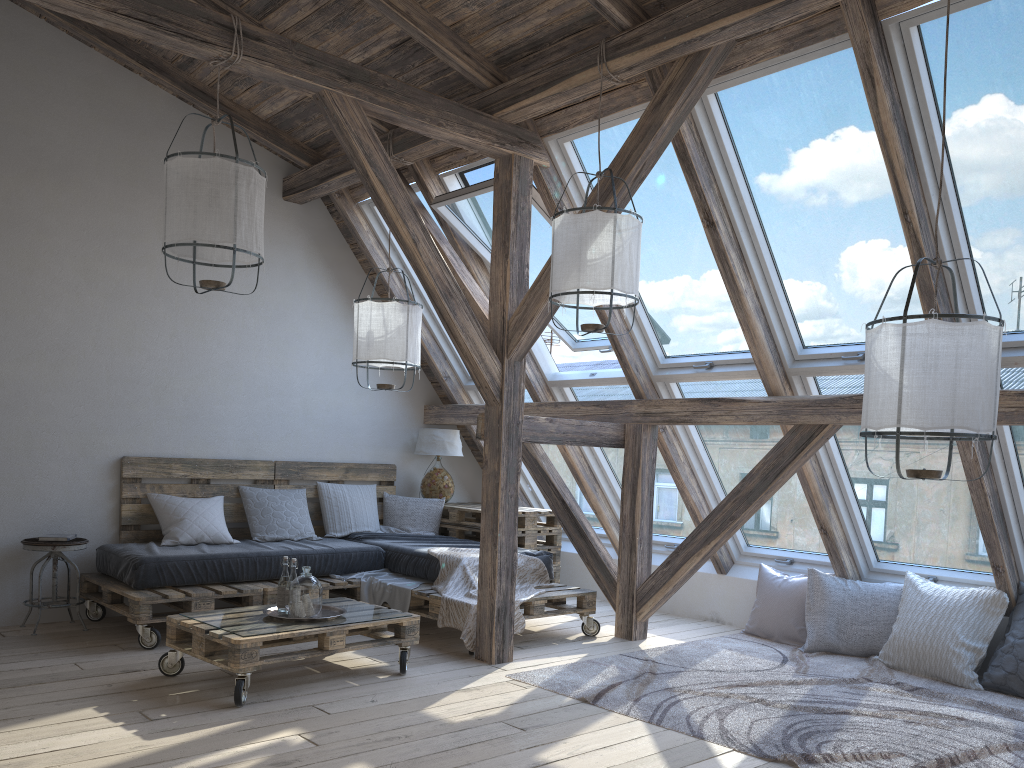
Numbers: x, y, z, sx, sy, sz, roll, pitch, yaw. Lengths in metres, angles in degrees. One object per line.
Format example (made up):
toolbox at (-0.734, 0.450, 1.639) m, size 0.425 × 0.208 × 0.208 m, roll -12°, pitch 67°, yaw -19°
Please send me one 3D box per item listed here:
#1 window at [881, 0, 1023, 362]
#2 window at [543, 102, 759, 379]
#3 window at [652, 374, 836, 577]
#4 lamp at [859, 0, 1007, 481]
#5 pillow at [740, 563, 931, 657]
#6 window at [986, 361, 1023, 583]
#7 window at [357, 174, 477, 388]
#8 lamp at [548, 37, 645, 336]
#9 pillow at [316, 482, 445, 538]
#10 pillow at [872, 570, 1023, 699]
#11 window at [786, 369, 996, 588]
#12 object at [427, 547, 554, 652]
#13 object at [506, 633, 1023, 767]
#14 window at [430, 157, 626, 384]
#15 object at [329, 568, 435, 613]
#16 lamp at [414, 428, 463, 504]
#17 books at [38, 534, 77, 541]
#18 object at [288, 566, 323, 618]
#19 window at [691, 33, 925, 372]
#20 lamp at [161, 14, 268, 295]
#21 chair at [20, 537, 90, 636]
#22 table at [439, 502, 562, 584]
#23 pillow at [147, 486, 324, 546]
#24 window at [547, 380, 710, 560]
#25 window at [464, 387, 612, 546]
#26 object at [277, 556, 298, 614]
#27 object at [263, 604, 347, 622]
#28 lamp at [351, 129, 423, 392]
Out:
window at (2.058, -0.785, 3.399) m, size 1.099 × 1.279 × 0.853 m, roll 3°, pitch 0°, yaw -42°
window at (0.829, -0.722, 4.765) m, size 1.099 × 1.279 × 0.853 m, roll 3°, pitch 0°, yaw -42°
window at (1.522, 0.555, 5.482) m, size 1.099 × 1.279 × 0.853 m, roll 3°, pitch 0°, yaw -42°
lamp at (1.370, -0.636, 2.803) m, size 0.400 × 1.900 × 0.405 m, roll 2°, pitch 2°, yaw -1°
pillow at (1.903, 1.383, 5.336) m, size 1.131 × 0.525 × 0.436 m, roll -1°, pitch -2°, yaw 40°
window at (2.751, 0.492, 4.117) m, size 1.099 × 1.279 × 0.853 m, roll 3°, pitch 0°, yaw -42°
window at (-0.399, -0.659, 6.130) m, size 1.099 × 1.279 × 0.853 m, roll 3°, pitch 0°, yaw -42°
lamp at (0.384, -0.880, 3.900) m, size 0.399 × 1.308 × 0.407 m, roll 3°, pitch 2°, yaw 24°
pillow at (-0.977, 0.930, 6.515) m, size 0.970 × 0.400 × 0.386 m, roll 4°, pitch -2°, yaw -25°
pillow at (2.549, 1.312, 4.580) m, size 0.469 × 0.563 × 1.270 m, roll 3°, pitch -3°, yaw -41°
window at (2.136, 0.523, 4.799) m, size 1.099 × 1.279 × 0.853 m, roll 3°, pitch 0°, yaw -42°
object at (-0.054, 1.255, 5.200) m, size 0.811 × 0.474 × 1.010 m, roll 3°, pitch -3°, yaw -12°
object at (1.830, 1.467, 3.932) m, size 2.195 × 0.056 × 3.182 m, roll 6°, pitch -6°, yaw -41°
window at (0.249, -0.687, 5.478) m, size 1.354 × 1.279 × 0.853 m, roll 4°, pitch -1°, yaw -42°
object at (-0.770, 1.341, 5.592) m, size 0.707 × 0.277 × 0.506 m, roll 0°, pitch -4°, yaw 32°
lamp at (-0.768, 0.997, 6.965) m, size 0.821 × 1.287 × 0.389 m, roll 3°, pitch 2°, yaw 34°
books at (-2.598, 0.877, 5.034) m, size 0.150 × 0.021 × 0.205 m, roll 3°, pitch -5°, yaw -13°
object at (-0.973, 0.982, 4.150) m, size 0.155 × 0.247 × 0.156 m, roll 2°, pitch 0°, yaw 17°
window at (1.444, -0.754, 4.082) m, size 1.099 × 1.279 × 0.853 m, roll 3°, pitch 0°, yaw -42°
lamp at (-1.226, -0.929, 3.635) m, size 0.407 × 1.086 × 0.399 m, roll 2°, pitch 2°, yaw -1°
chair at (-2.628, 1.149, 5.057) m, size 0.354 × 0.521 × 0.352 m, roll 2°, pitch 0°, yaw -38°
table at (-0.204, 1.301, 6.812) m, size 0.676 × 0.703 × 1.015 m, roll 3°, pitch -2°, yaw -42°
pillow at (-1.774, 0.850, 5.757) m, size 1.133 × 0.355 × 0.350 m, roll 6°, pitch -3°, yaw -42°
window at (0.908, 0.586, 6.165) m, size 1.099 × 1.279 × 0.853 m, roll 3°, pitch 0°, yaw -42°
window at (0.294, 0.618, 6.848) m, size 1.099 × 1.279 × 0.853 m, roll 3°, pitch 0°, yaw -42°
object at (-1.083, 0.976, 4.272) m, size 0.071 × 0.268 × 0.153 m, roll 1°, pitch 2°, yaw -42°
object at (-0.997, 1.104, 4.240) m, size 0.395 × 0.021 × 0.395 m, roll 4°, pitch -5°, yaw -22°
lamp at (-0.709, -0.721, 5.114) m, size 0.400 × 1.521 × 0.406 m, roll 2°, pitch 2°, yaw -1°
